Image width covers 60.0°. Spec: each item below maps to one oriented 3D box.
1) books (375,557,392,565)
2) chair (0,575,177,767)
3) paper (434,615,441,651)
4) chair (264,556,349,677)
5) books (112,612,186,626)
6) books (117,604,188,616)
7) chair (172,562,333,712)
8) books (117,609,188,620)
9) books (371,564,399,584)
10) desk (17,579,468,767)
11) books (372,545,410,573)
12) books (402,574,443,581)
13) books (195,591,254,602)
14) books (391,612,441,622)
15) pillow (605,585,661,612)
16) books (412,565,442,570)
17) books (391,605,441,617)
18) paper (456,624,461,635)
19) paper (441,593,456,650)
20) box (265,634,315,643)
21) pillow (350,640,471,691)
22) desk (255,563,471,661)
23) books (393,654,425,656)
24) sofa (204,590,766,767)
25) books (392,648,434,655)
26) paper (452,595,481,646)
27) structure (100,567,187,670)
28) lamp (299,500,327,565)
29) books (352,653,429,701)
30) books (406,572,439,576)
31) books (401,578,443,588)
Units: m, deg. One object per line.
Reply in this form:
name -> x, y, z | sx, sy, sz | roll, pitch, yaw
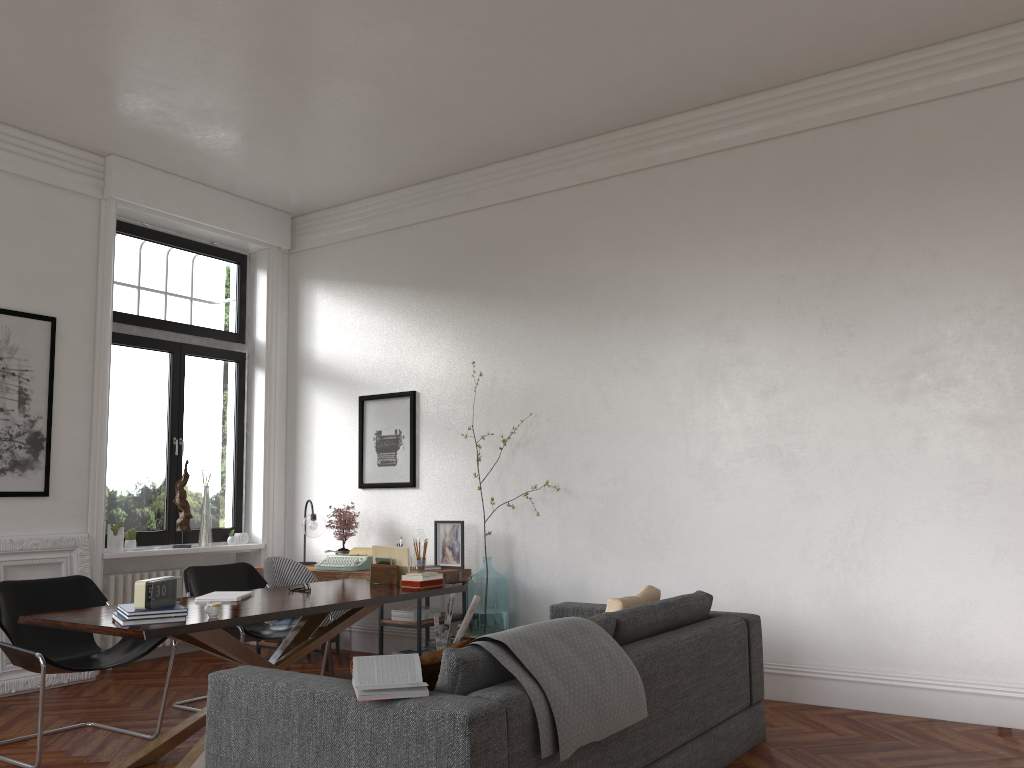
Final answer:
books -> -0.822, 1.199, 5.718 | 0.128, 0.157, 0.041 | -5, -8, 34
chair -> -2.342, 1.491, 4.739 | 0.746, 0.870, 0.754 | -5, -8, 34
paper -> -0.513, 1.869, 6.236 | 0.073, 0.477, 0.033 | 1, -7, -19
chair -> -1.551, 1.712, 6.551 | 0.716, 0.897, 0.548 | -4, -7, 27
books -> -1.656, 1.060, 4.034 | 0.264, 0.027, 0.348 | 4, -9, -31
books -> -1.641, 1.021, 4.038 | 0.250, 0.017, 0.345 | 4, -9, -31
chair -> -1.682, 1.610, 5.707 | 0.746, 0.870, 0.754 | -5, -8, 34
books -> -1.641, 1.038, 4.036 | 0.250, 0.017, 0.345 | 4, -9, -31
books -> -0.812, 1.213, 5.655 | 0.221, 0.124, 0.029 | -5, -8, 34
desk -> -1.313, 1.550, 4.831 | 1.031, 0.749, 2.230 | -5, -9, 34
books -> -0.782, 1.168, 5.746 | 0.310, 0.238, 0.043 | -5, -8, 34
books -> -0.554, 1.194, 5.488 | 0.164, 0.028, 0.208 | -5, -9, 32
books -> -1.585, 1.177, 4.909 | 0.231, 0.026, 0.326 | -1, -7, -1
books -> -0.708, 1.718, 6.568 | 0.226, 0.038, 0.309 | -5, -9, 33
pillow -> 0.576, 1.263, 4.477 | 0.225, 0.459, 0.487 | -5, -8, 34
books -> -0.659, 1.416, 6.839 | 0.213, 0.031, 0.129 | 2, -8, -18
books -> -0.710, 1.684, 6.583 | 0.226, 0.038, 0.309 | -6, -9, 34
paper -> -0.417, 1.929, 6.386 | 0.126, 0.387, 0.026 | 4, -8, -33
paper -> -0.485, 1.819, 6.420 | 0.048, 0.624, 0.294 | -4, -7, 27
box -> -1.825, 2.079, 7.332 | 0.296, 0.082, 0.318 | -6, -9, 34
pillow -> -0.372, 1.142, 3.250 | 0.470, 0.396, 0.331 | 2, -7, -19
desk -> -1.233, 1.846, 7.040 | 1.800, 0.756, 0.648 | -6, -8, 34
books -> -0.726, 2.002, 6.574 | 0.196, 0.014, 0.268 | -5, -9, 33
sofa -> 0.100, 1.437, 4.039 | 1.263, 0.827, 2.649 | -5, -9, 34
books -> -0.726, 1.987, 6.575 | 0.268, 0.014, 0.196 | 7, -10, -44
paper -> -0.377, 1.794, 6.250 | 0.330, 0.608, 0.047 | -2, -6, 14
structure -> -2.861, 1.956, 7.484 | 0.225, 0.776, 1.455 | -5, -8, 34
lamp -> -1.719, 1.256, 7.520 | 0.208, 0.548, 0.442 | 3, -8, -32
books -> -0.408, 0.967, 2.946 | 0.225, 0.095, 0.279 | 1, -8, -14
books -> -0.557, 1.177, 5.506 | 0.128, 0.008, 0.159 | -6, -9, 35
books -> -0.554, 1.226, 5.475 | 0.159, 0.039, 0.216 | -6, -9, 36
